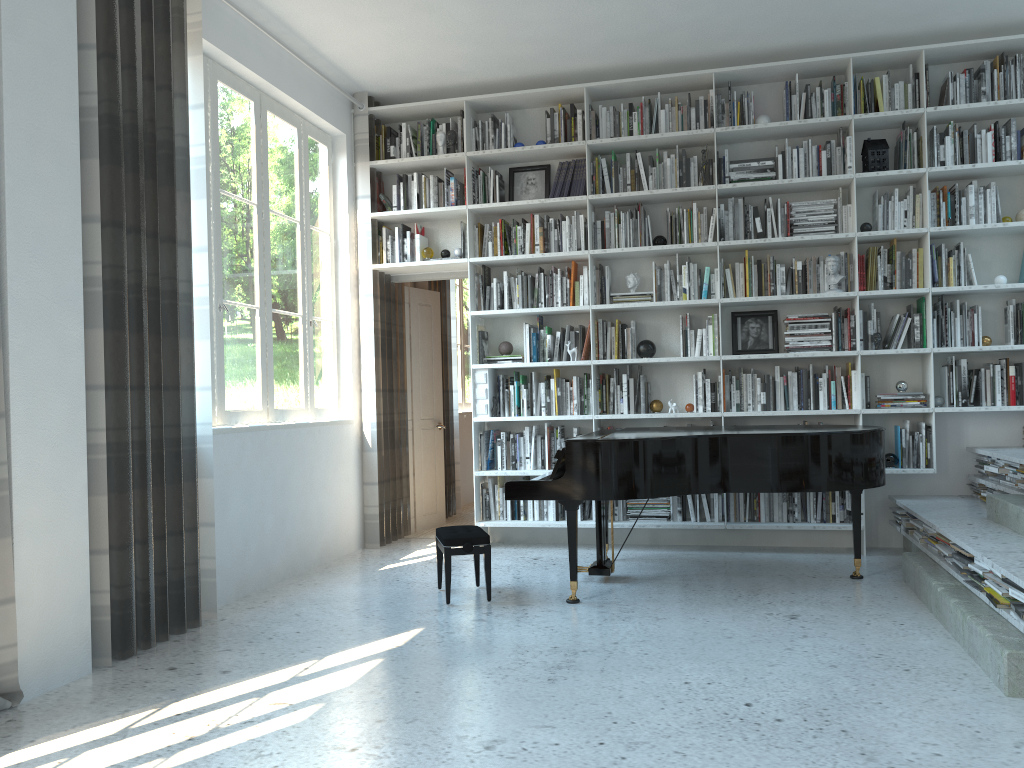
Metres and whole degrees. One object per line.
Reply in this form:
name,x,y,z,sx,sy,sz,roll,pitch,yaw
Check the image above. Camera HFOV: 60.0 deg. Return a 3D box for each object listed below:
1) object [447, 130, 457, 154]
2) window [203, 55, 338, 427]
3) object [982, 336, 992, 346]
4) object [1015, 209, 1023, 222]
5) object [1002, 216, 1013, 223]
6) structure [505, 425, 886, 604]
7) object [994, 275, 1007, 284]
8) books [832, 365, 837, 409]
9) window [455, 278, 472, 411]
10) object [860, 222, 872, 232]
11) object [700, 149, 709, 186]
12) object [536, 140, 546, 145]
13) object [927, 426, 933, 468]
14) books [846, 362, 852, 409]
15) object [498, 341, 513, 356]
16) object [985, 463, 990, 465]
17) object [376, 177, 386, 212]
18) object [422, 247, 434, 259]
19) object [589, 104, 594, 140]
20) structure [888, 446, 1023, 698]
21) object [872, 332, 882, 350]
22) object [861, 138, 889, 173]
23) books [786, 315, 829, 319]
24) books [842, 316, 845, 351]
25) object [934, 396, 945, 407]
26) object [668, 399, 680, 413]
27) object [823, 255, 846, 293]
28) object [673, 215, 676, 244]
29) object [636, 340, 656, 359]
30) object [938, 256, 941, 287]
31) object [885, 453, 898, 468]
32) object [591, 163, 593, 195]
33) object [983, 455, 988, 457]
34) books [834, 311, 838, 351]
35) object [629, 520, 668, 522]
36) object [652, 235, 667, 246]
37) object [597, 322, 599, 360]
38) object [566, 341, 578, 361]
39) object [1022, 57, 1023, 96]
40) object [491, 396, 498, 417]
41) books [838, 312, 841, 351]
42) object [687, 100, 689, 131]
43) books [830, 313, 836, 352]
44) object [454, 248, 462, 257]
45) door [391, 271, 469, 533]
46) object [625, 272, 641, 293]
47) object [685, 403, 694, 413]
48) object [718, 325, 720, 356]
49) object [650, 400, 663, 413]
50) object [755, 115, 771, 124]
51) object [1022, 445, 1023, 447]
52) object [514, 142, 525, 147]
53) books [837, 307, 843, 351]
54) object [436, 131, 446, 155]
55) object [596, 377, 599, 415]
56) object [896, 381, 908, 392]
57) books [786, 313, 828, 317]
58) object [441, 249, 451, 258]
object,-0.419,-1.684,6.223,0.067,0.198,0.067,-1,0,-34
window,-1.467,-0.755,5.277,0.073,2.009,1.983,-2,-1,14
object,2.946,-0.263,5.519,0.071,0.072,0.071,-1,-1,-27
object,3.171,-1.026,5.474,0.111,0.113,0.111,-1,-1,-8
object,3.054,-1.002,5.479,0.068,0.068,0.068,-1,-1,-8
structure,1.057,0.670,4.855,1.918,0.833,1.334,-2,-1,14
object,3.012,-0.635,5.466,0.071,0.072,0.071,-1,-1,-27
books,2.094,0.023,5.764,0.010,0.284,0.132,-2,0,14
window,-0.513,-0.709,9.130,0.073,2.009,1.983,-2,-1,14
object,2.239,-0.985,5.607,0.071,0.072,0.071,-1,-1,-27
object,1.267,-1.409,5.809,0.075,0.254,0.075,-1,0,-7
object,0.205,-1.656,6.183,0.082,0.083,0.082,-1,-1,-8
object,2.609,0.391,5.537,0.011,0.260,0.142,-2,0,14
books,2.179,0.012,5.733,0.011,0.300,0.149,-2,0,14
object,-0.044,-0.248,6.259,0.105,0.106,0.105,-1,-1,-8
object,2.998,0.488,5.463,0.135,0.011,0.221,-2,-1,18
object,-0.968,-1.359,6.496,0.035,0.295,0.176,-2,-1,14
object,-0.602,-0.936,6.351,0.087,0.088,0.087,-1,-1,-27
object,0.556,-1.767,6.135,0.012,0.285,0.159,-2,-1,14
structure,3.369,0.687,3.969,2.899,0.659,3.113,-2,-1,14
object,2.281,-0.267,5.536,0.054,0.113,0.079,-2,-1,13
object,2.302,-1.436,5.620,0.135,0.248,0.135,-2,0,4
books,1.926,-0.432,5.789,0.254,0.012,0.161,-2,-1,11
books,2.139,-0.319,5.748,0.013,0.232,0.134,-2,-1,14
object,2.682,0.110,5.580,0.071,0.072,0.071,-1,-1,-27
object,1.080,0.147,5.923,0.060,0.095,0.078,-2,-1,31
object,2.038,-0.691,5.621,0.137,0.244,0.138,-1,-1,-21
object,1.104,-1.021,6.005,0.010,0.225,0.142,-2,-1,14
object,0.912,-0.233,6.021,0.134,0.135,0.133,-1,-1,-27
object,2.686,-0.691,5.601,0.013,0.208,0.140,-2,-1,14
object,2.372,0.480,5.561,0.093,0.095,0.093,-1,-1,-27
object,0.566,-1.385,6.132,0.012,0.254,0.161,-2,-1,14
object,3.001,0.435,5.462,0.131,0.025,0.290,-2,-1,16
books,2.090,-0.332,5.743,0.011,0.260,0.184,-2,-1,14
object,0.936,0.920,6.035,0.254,0.007,0.161,-2,-1,17
object,0.997,-0.954,5.980,0.097,0.098,0.097,-1,-1,-27
object,0.609,-0.291,6.135,0.012,0.270,0.130,-2,0,14
object,0.404,-0.222,6.005,0.081,0.140,0.044,-1,0,-2
object,3.151,-1.853,5.489,0.006,0.298,0.129,-2,0,14
object,-0.123,0.158,6.156,0.045,0.146,0.045,-1,0,-38
books,2.115,-0.330,5.748,0.013,0.256,0.162,-2,-1,14
object,1.191,-1.768,5.975,0.010,0.246,0.157,-2,-1,14
books,2.079,-0.328,5.748,0.012,0.254,0.161,-2,-1,14
object,-0.379,-0.935,6.326,0.071,0.072,0.071,-1,-1,-8
door,-0.500,0.174,6.961,0.834,1.981,0.786,-2,0,14
object,0.825,-0.694,6.064,0.095,0.157,0.121,-2,-1,28
object,1.187,0.160,5.920,0.061,0.062,0.061,-1,-1,-27
object,1.390,-0.288,5.945,0.017,0.216,0.103,-2,0,14
object,0.979,0.152,6.016,0.091,0.092,0.091,-1,-1,-8
object,1.645,-1.711,5.815,0.105,0.106,0.104,-1,-1,-8
object,3.349,0.382,5.432,0.345,0.007,0.193,-2,-1,9
object,0.052,-1.651,6.221,0.082,0.083,0.082,-1,-1,-8
books,2.126,-0.346,5.744,0.011,0.288,0.152,-2,0,14
object,-0.497,-1.682,6.243,0.067,0.198,0.067,-1,0,-34
object,0.604,0.083,6.124,0.012,0.254,0.161,-2,-1,14
object,2.443,0.015,5.558,0.071,0.072,0.071,-1,-1,-27
books,1.925,-0.444,5.787,0.254,0.012,0.161,-2,-1,18
object,-0.477,-0.932,6.371,0.071,0.072,0.071,-1,-1,-8
